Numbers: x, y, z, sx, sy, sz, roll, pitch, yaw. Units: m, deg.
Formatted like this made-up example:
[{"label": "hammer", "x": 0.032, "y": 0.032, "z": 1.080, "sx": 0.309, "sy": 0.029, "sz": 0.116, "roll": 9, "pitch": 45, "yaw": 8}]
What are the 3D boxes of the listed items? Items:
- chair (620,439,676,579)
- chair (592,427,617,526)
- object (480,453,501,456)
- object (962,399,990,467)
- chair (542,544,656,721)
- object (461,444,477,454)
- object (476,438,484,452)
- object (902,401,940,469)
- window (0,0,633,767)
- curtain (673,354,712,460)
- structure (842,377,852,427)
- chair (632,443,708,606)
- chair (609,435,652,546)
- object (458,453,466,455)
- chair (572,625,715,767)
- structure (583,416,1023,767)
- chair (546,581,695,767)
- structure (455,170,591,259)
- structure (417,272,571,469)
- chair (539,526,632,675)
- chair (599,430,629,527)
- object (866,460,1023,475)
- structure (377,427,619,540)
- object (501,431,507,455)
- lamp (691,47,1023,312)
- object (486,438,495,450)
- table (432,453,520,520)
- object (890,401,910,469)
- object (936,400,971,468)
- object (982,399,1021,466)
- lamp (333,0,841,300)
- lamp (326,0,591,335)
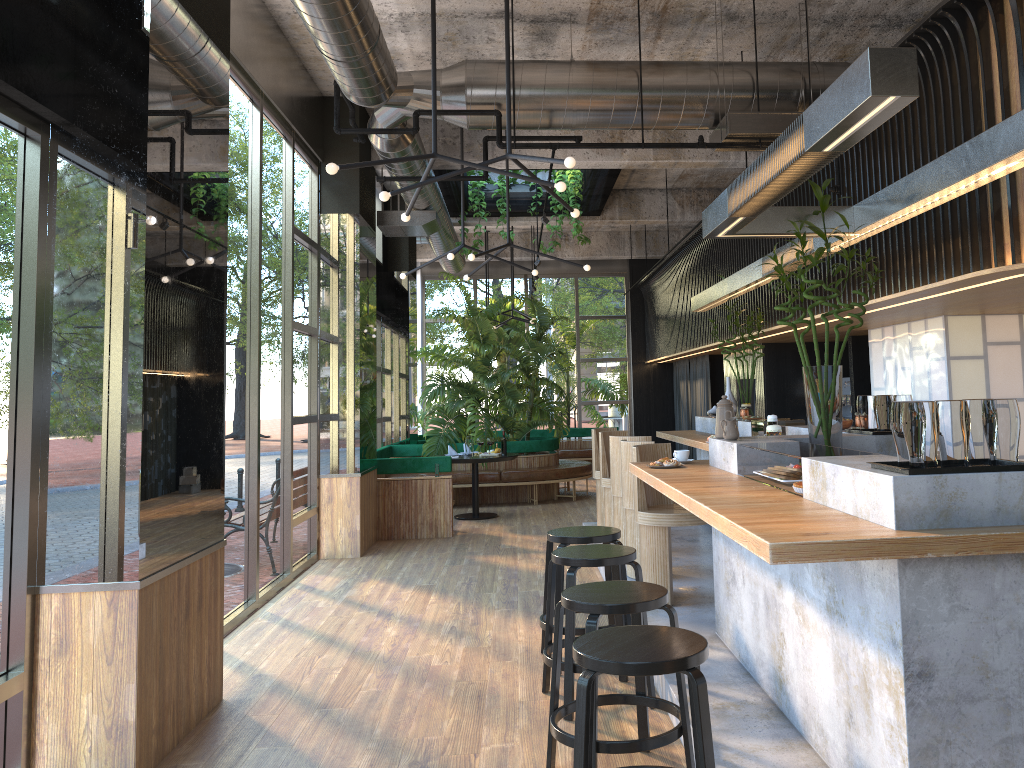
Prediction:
[{"label": "chair", "x": 1.079, "y": 0.893, "z": 6.478, "sx": 0.572, "sy": 0.974, "sz": 0.519, "roll": 2, "pitch": -6, "yaw": -42}, {"label": "chair", "x": 1.077, "y": 0.929, "z": 8.833, "sx": 0.541, "sy": 0.974, "sz": 0.550, "roll": -2, "pitch": -4, "yaw": 8}, {"label": "object", "x": -0.251, "y": 0.870, "z": 11.006, "sx": 0.236, "sy": 0.019, "sz": 0.355, "roll": -2, "pitch": -1, "yaw": 9}, {"label": "object", "x": 1.452, "y": 0.152, "z": 2.754, "sx": 0.107, "sy": 0.210, "sz": 0.103, "roll": -1, "pitch": -4, "yaw": -8}, {"label": "chair", "x": 0.405, "y": 1.161, "z": 4.283, "sx": 0.525, "sy": 0.700, "sz": 0.501, "roll": -1, "pitch": -4, "yaw": -12}, {"label": "object", "x": -0.542, "y": 0.829, "z": 11.336, "sx": 0.240, "sy": 0.139, "sz": 0.225, "roll": -1, "pitch": -2, "yaw": -18}, {"label": "object", "x": -0.401, "y": 0.788, "z": 11.271, "sx": 0.105, "sy": 0.202, "sz": 0.099, "roll": 0, "pitch": -4, "yaw": -13}, {"label": "object", "x": 1.209, "y": 0.156, "z": 2.621, "sx": 0.103, "sy": 0.210, "sz": 0.107, "roll": -2, "pitch": -4, "yaw": 13}, {"label": "window", "x": 0.071, "y": -1.698, "z": 6.913, "sx": 4.166, "sy": 6.523, "sz": 20.155, "roll": -1, "pitch": -1, "yaw": 0}, {"label": "curtain", "x": 3.039, "y": 0.564, "z": 15.057, "sx": 0.122, "sy": 2.068, "sz": 3.241, "roll": -1, "pitch": -2, "yaw": 0}, {"label": "structure", "x": 3.879, "y": 0.700, "z": 10.220, "sx": 0.553, "sy": 1.602, "sz": 0.829, "roll": -1, "pitch": -4, "yaw": -1}, {"label": "chair", "x": 1.062, "y": 0.882, "z": 5.713, "sx": 0.519, "sy": 0.974, "sz": 0.572, "roll": -5, "pitch": -6, "yaw": 45}, {"label": "chair", "x": 1.086, "y": 0.905, "z": 7.287, "sx": 0.530, "sy": 0.974, "sz": 0.561, "roll": -3, "pitch": -4, "yaw": 21}, {"label": "object", "x": -0.714, "y": 0.887, "z": 11.241, "sx": 0.165, "sy": 0.019, "sz": 0.242, "roll": -1, "pitch": -1, "yaw": -42}, {"label": "chair", "x": 0.397, "y": 1.137, "z": 2.677, "sx": 0.506, "sy": 0.700, "sz": 0.521, "roll": -2, "pitch": -4, "yaw": 11}, {"label": "structure", "x": 3.636, "y": 0.582, "z": 6.136, "sx": 5.886, "sy": 1.738, "sz": 7.051, "roll": -2, "pitch": -1, "yaw": -2}, {"label": "chair", "x": 0.401, "y": 1.147, "z": 3.382, "sx": 0.527, "sy": 0.700, "sz": 0.500, "roll": 0, "pitch": -4, "yaw": -14}, {"label": "structure", "x": 0.291, "y": -2.463, "z": 12.234, "sx": 2.090, "sy": 1.524, "sz": 1.460, "roll": -3, "pitch": -3, "yaw": 26}, {"label": "structure", "x": -0.301, "y": 0.006, "z": 13.398, "sx": 2.499, "sy": 3.454, "sz": 2.583, "roll": 0, "pitch": -4, "yaw": -17}, {"label": "chair", "x": 0.408, "y": 1.171, "z": 4.926, "sx": 0.521, "sy": 0.700, "sz": 0.505, "roll": -1, "pitch": -4, "yaw": -7}, {"label": "chair", "x": 1.072, "y": 0.916, "z": 8.030, "sx": 0.569, "sy": 0.974, "sz": 0.523, "roll": 1, "pitch": -5, "yaw": -27}, {"label": "object", "x": 1.337, "y": 0.250, "z": 2.699, "sx": 0.440, "sy": 0.019, "sz": 0.270, "roll": -2, "pitch": -1, "yaw": -4}, {"label": "structure", "x": 1.236, "y": 0.752, "z": 6.793, "sx": 6.069, "sy": 1.556, "sz": 19.909, "roll": -2, "pitch": -1, "yaw": 0}, {"label": "object", "x": -0.099, "y": 0.724, "z": 10.895, "sx": 0.067, "sy": 0.301, "sz": 0.069, "roll": -2, "pitch": -5, "yaw": 14}, {"label": "lamp", "x": 3.205, "y": -1.924, "z": 6.481, "sx": 5.048, "sy": 2.142, "sz": 6.624, "roll": -1, "pitch": -1, "yaw": -8}, {"label": "object", "x": -0.271, "y": 0.783, "z": 11.240, "sx": 0.105, "sy": 0.202, "sz": 0.099, "roll": 0, "pitch": -4, "yaw": -13}, {"label": "table", "x": -0.451, "y": 1.261, "z": 10.943, "sx": 1.148, "sy": 0.754, "sz": 1.047, "roll": 0, "pitch": -3, "yaw": -33}, {"label": "object", "x": 1.222, "y": 0.158, "z": 2.730, "sx": 0.103, "sy": 0.210, "sz": 0.107, "roll": -2, "pitch": -4, "yaw": 13}, {"label": "object", "x": 1.330, "y": 0.154, "z": 2.681, "sx": 0.103, "sy": 0.210, "sz": 0.107, "roll": -2, "pitch": -4, "yaw": 13}, {"label": "object", "x": 1.458, "y": 0.150, "z": 2.640, "sx": 0.107, "sy": 0.210, "sz": 0.103, "roll": -1, "pitch": -4, "yaw": -8}, {"label": "lamp", "x": 0.399, "y": -2.076, "z": 11.483, "sx": 3.821, "sy": 1.538, "sz": 9.909, "roll": -1, "pitch": -1, "yaw": -3}, {"label": "lamp", "x": 1.390, "y": -2.008, "z": 7.298, "sx": 5.119, "sy": 1.831, "sz": 18.711, "roll": -2, "pitch": -1, "yaw": 0}]
